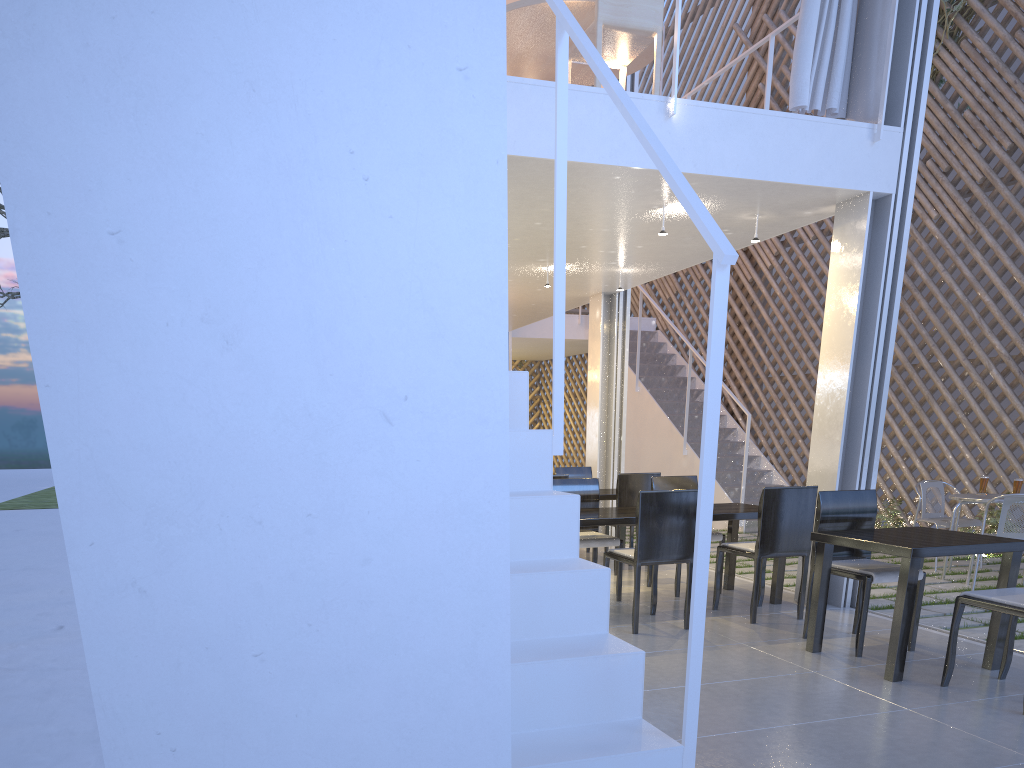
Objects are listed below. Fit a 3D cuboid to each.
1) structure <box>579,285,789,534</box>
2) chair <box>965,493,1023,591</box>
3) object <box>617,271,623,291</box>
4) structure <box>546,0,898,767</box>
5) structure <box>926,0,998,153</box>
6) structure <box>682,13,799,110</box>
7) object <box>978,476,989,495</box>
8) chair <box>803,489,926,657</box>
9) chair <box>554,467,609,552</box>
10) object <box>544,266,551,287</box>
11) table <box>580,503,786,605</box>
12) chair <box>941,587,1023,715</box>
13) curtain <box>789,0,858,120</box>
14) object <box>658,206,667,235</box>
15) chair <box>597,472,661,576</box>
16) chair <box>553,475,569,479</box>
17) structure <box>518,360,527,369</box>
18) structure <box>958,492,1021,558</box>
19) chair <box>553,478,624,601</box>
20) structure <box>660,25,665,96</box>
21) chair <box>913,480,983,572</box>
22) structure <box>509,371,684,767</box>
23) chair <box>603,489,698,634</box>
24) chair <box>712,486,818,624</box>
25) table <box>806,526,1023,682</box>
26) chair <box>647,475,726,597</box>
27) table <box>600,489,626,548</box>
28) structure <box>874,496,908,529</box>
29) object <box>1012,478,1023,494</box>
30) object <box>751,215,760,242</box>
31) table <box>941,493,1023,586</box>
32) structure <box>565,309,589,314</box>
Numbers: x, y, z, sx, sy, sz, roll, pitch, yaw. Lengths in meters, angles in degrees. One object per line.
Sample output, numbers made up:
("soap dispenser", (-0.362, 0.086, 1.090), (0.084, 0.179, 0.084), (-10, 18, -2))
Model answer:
("structure", (0.901, -0.062, 5.411), (1.165, 2.095, 1.860), (-6, 10, -25))
("chair", (1.831, 0.578, 2.994), (0.259, 0.407, 0.232), (5, 13, 26))
("object", (0.467, -0.446, 3.540), (0.029, 0.085, 0.026), (-2, 15, -7))
("structure", (0.620, -0.391, 1.589), (1.354, 1.914, 1.352), (-4, 10, -18))
("structure", (2.182, -2.286, 3.698), (0.726, 2.911, 2.234), (-9, 12, -28))
("structure", (0.810, -0.907, 3.192), (0.027, 0.585, 1.626), (-7, 1, -20))
("object", (1.915, 0.411, 3.342), (0.031, 0.082, 0.029), (7, 16, 25))
("chair", (0.972, 0.514, 2.252), (0.190, 0.469, 0.221), (-5, 14, -18))
("chair", (0.335, 0.621, 3.955), (0.190, 0.469, 0.221), (-5, 14, -18))
("object", (0.148, -0.450, 3.439), (0.029, 0.085, 0.026), (-2, 15, -7))
("table", (0.466, 0.600, 2.827), (0.910, 0.353, 0.332), (0, 7, -18))
("chair", (1.134, 0.486, 1.799), (0.190, 0.469, 0.221), (-5, 14, -18))
("curtain", (0.747, -2.027, 1.973), (0.508, 2.590, 0.089), (-6, 18, -19))
("object", (0.468, -0.506, 2.544), (0.029, 0.085, 0.026), (-2, 15, -7))
("chair", (0.486, 0.595, 3.532), (0.190, 0.469, 0.221), (-5, 14, -18))
("chair", (0.097, 0.590, 3.409), (0.190, 0.469, 0.221), (-5, 14, -18))
("structure", (-0.260, 0.069, 7.811), (1.135, 2.138, 0.267), (-4, 17, -17))
("structure", (2.316, 0.673, 3.930), (0.289, 0.346, 0.302), (-6, 10, -33))
("chair", (0.263, 0.560, 2.944), (0.190, 0.469, 0.221), (-5, 14, -18))
("structure", (0.499, -2.153, 5.528), (1.133, 0.609, 0.025), (-1, 16, -17))
("chair", (1.890, 0.615, 3.604), (0.260, 0.407, 0.230), (-4, 12, -18))
("structure", (0.206, -0.969, 2.013), (1.713, 3.535, 3.457), (-5, 8, -19))
("chair", (0.414, 0.534, 2.522), (0.190, 0.469, 0.221), (-5, 14, -18))
("chair", (0.803, 0.539, 2.645), (0.190, 0.469, 0.221), (-5, 14, -18))
("table", (1.014, 0.553, 2.113), (0.357, 0.355, 0.332), (-3, 8, -18))
("chair", (0.652, 0.565, 3.068), (0.190, 0.469, 0.221), (-5, 14, -18))
("table", (0.165, 0.653, 3.668), (0.910, 0.353, 0.332), (0, 7, -18))
("structure", (2.090, 0.745, 4.518), (0.266, 0.279, 0.246), (-2, 8, -11))
("object", (1.938, 0.400, 3.157), (0.031, 0.082, 0.029), (7, 16, 25))
("object", (-0.304, -0.069, 3.292), (1.660, 0.872, 1.762), (-1, 1, -21))
("table", (1.925, 0.618, 3.307), (0.342, 0.357, 0.332), (4, 9, 33))
("structure", (0.360, -1.406, 6.793), (0.527, 2.016, 1.182), (-8, 13, -25))
